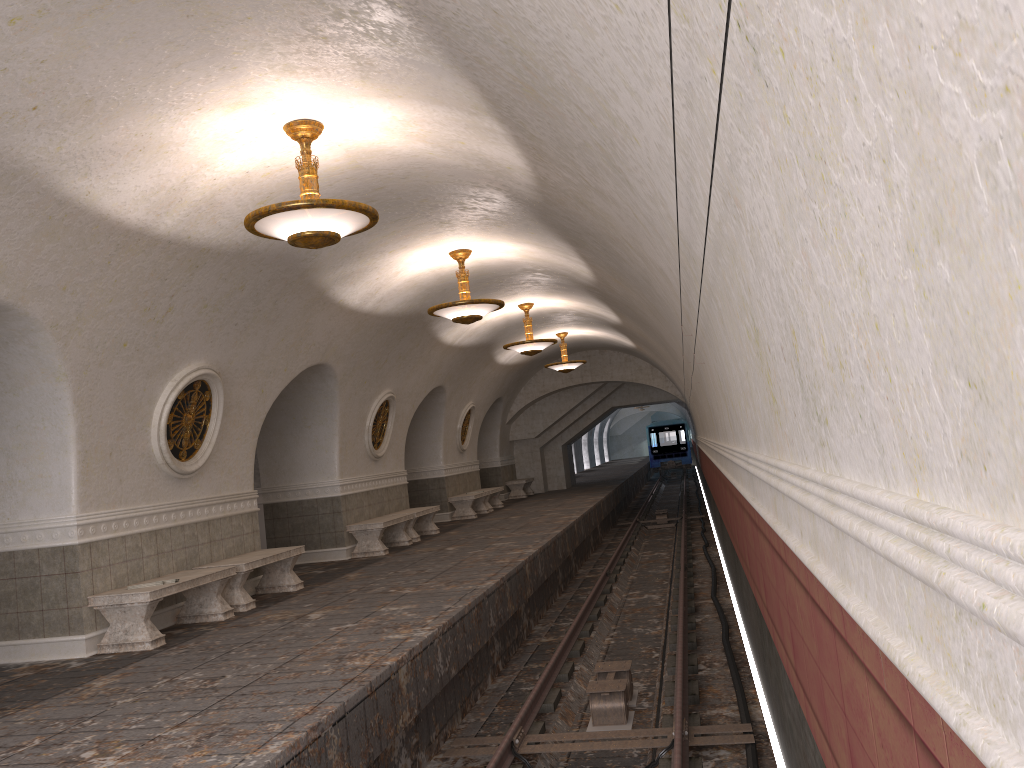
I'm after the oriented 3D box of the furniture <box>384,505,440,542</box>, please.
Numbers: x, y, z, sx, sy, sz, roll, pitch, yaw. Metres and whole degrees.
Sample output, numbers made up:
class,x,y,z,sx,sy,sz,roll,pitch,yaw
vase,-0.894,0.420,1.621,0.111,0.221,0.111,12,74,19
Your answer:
class,x,y,z,sx,sy,sz,roll,pitch,yaw
furniture,-1.773,2.531,15.971,0.613,0.508,1.509,-7,-4,11

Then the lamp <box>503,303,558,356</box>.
class,x,y,z,sx,sy,sz,roll,pitch,yaw
lamp,0.306,-0.983,16.254,1.008,0.955,1.008,-9,-5,27

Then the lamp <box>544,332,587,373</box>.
class,x,y,z,sx,sy,sz,roll,pitch,yaw
lamp,1.235,-0.724,20.987,1.008,0.955,1.008,-3,-5,-33

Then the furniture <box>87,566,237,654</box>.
class,x,y,z,sx,sy,sz,roll,pitch,yaw
furniture,-3.254,2.118,8.424,0.613,0.508,1.509,-7,-4,11

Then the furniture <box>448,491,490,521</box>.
class,x,y,z,sx,sy,sz,roll,pitch,yaw
furniture,-0.949,2.760,20.166,0.613,0.508,1.509,-7,-4,11

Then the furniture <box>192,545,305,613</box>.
class,x,y,z,sx,sy,sz,roll,pitch,yaw
furniture,-2.931,2.208,10.072,0.613,0.508,1.509,-7,-4,11

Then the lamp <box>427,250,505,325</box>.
class,x,y,z,sx,sy,sz,roll,pitch,yaw
lamp,-0.622,-1.242,11.523,1.008,0.955,1.008,-9,-5,27

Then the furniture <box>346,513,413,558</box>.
class,x,y,z,sx,sy,sz,roll,pitch,yaw
furniture,-2.096,2.441,14.324,0.613,0.508,1.509,-7,-4,11

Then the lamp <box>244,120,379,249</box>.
class,x,y,z,sx,sy,sz,roll,pitch,yaw
lamp,-1.551,-1.500,6.791,1.008,0.955,1.008,-6,-4,-5

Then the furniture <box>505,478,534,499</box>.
class,x,y,z,sx,sy,sz,roll,pitch,yaw
furniture,0.263,3.098,26.342,0.613,0.508,1.509,-7,-4,11

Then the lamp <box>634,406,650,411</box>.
class,x,y,z,sx,sy,sz,roll,pitch,yaw
lamp,8.303,1.244,56.995,1.008,0.955,1.008,-6,-4,-3

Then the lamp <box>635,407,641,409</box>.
class,x,y,z,sx,sy,sz,roll,pitch,yaw
lamp,7.374,0.985,52.262,1.008,0.955,1.008,-6,-4,-3

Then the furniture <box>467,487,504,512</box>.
class,x,y,z,sx,sy,sz,roll,pitch,yaw
furniture,-0.626,2.850,21.814,0.613,0.508,1.509,-7,-4,11
